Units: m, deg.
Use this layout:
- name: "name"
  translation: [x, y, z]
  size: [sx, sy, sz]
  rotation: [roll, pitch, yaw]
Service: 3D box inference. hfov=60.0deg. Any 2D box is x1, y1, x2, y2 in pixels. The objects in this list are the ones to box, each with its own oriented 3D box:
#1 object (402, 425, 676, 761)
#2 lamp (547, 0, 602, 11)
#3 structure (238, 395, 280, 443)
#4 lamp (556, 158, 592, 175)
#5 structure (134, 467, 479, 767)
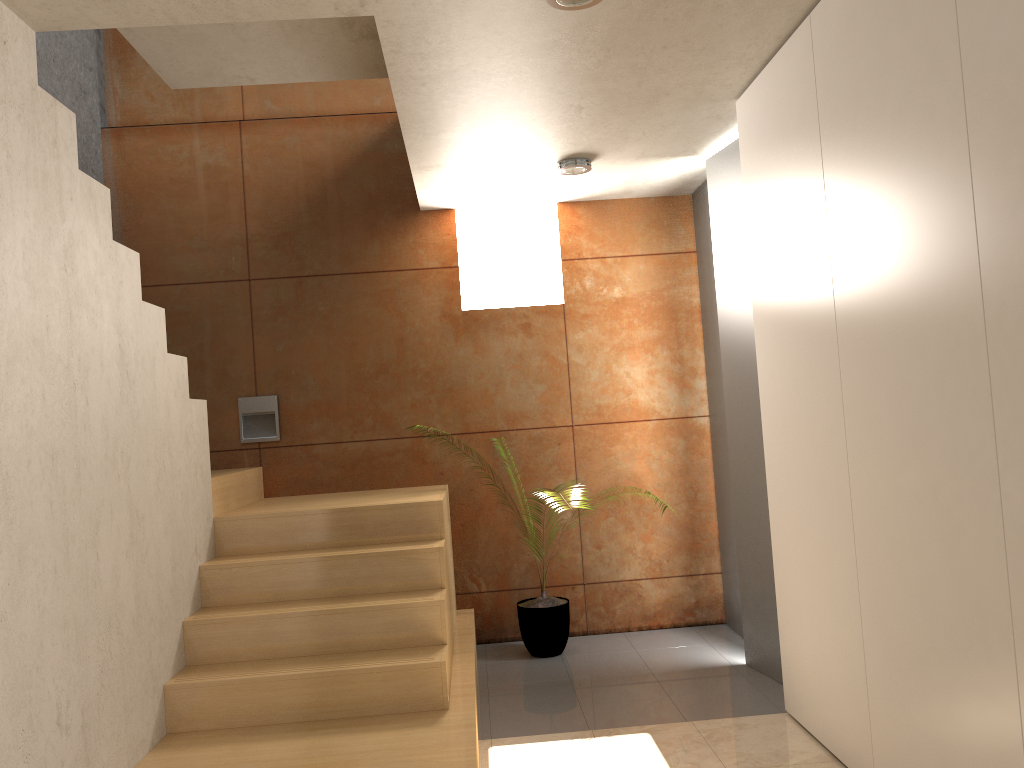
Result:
- name: "object"
  translation: [-0.158, 0.830, 2.211]
  size: [4.200, 1.455, 6.200]
  rotation: [-4, -2, -3]
- name: "lamp"
  translation: [0.185, -1.142, 2.569]
  size: [0.173, 0.044, 0.173]
  rotation: [-5, -3, 32]
- name: "structure"
  translation: [-1.449, 0.203, 5.111]
  size: [0.220, 0.260, 0.096]
  rotation: [-4, -2, -3]
- name: "lamp"
  translation: [0.308, -1.082, 4.412]
  size: [0.173, 0.044, 0.173]
  rotation: [-4, -2, 2]
- name: "structure"
  translation: [-1.159, 0.966, 3.862]
  size: [1.950, 1.110, 2.400]
  rotation: [-4, -2, -3]
